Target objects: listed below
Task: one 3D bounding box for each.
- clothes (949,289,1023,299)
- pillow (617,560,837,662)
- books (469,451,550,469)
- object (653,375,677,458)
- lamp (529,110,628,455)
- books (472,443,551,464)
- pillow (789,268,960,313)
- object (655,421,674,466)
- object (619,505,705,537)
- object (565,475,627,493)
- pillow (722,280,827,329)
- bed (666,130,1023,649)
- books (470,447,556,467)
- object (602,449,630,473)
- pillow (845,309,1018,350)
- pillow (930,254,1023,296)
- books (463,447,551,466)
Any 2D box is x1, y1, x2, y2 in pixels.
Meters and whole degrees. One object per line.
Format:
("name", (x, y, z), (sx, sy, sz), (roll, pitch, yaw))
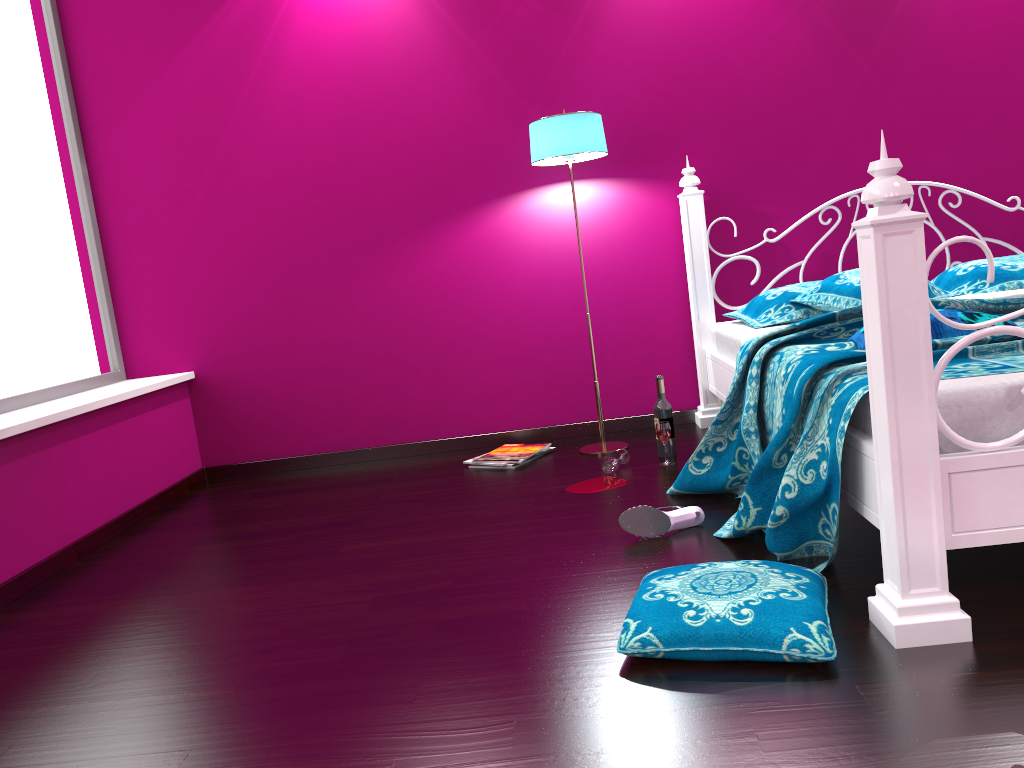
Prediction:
("clothes", (1.948, -0.171, 2.944), (1.036, 0.376, 0.553), (-8, 7, -1))
("pillow", (0.436, 0.449, 1.803), (0.417, 0.101, 0.401), (-5, 8, 20))
("books", (-0.003, 0.306, 3.664), (0.220, 0.007, 0.300), (-3, 9, 33))
("object", (0.570, 0.120, 3.343), (0.070, 0.307, 0.070), (-10, 8, -19))
("lamp", (0.288, -0.398, 3.526), (0.303, 1.352, 0.303), (-14, 10, -41))
("books", (0.002, 0.287, 3.659), (0.221, 0.012, 0.300), (-4, 8, 27))
("pillow", (1.307, -0.335, 3.224), (0.404, 0.176, 0.418), (-11, 8, -28))
("object", (0.555, 0.216, 3.224), (0.056, 0.153, 0.056), (-1, 10, 42))
("object", (0.414, 0.367, 2.462), (0.247, 0.086, 0.100), (-8, 7, -2))
("object", (0.286, 0.350, 3.066), (0.221, 0.007, 0.184), (-11, 8, -23))
("pillow", (1.222, -0.333, 3.452), (0.717, 0.141, 0.401), (-8, 7, -1))
("bed", (1.492, -0.334, 2.637), (2.167, 1.143, 2.317), (-7, 7, 4))
("books", (0.007, 0.297, 3.668), (0.220, 0.007, 0.300), (-2, 9, 39))
("object", (0.379, 0.285, 3.250), (0.056, 0.056, 0.153), (-4, 8, 28))
("pillow", (1.115, -0.137, 2.337), (0.404, 0.127, 0.425), (-6, 8, 14))
("pillow", (1.951, -0.424, 3.413), (0.717, 0.141, 0.401), (-7, 7, 6))
("books", (-0.020, 0.294, 3.666), (0.220, 0.007, 0.300), (-1, 10, 42))
